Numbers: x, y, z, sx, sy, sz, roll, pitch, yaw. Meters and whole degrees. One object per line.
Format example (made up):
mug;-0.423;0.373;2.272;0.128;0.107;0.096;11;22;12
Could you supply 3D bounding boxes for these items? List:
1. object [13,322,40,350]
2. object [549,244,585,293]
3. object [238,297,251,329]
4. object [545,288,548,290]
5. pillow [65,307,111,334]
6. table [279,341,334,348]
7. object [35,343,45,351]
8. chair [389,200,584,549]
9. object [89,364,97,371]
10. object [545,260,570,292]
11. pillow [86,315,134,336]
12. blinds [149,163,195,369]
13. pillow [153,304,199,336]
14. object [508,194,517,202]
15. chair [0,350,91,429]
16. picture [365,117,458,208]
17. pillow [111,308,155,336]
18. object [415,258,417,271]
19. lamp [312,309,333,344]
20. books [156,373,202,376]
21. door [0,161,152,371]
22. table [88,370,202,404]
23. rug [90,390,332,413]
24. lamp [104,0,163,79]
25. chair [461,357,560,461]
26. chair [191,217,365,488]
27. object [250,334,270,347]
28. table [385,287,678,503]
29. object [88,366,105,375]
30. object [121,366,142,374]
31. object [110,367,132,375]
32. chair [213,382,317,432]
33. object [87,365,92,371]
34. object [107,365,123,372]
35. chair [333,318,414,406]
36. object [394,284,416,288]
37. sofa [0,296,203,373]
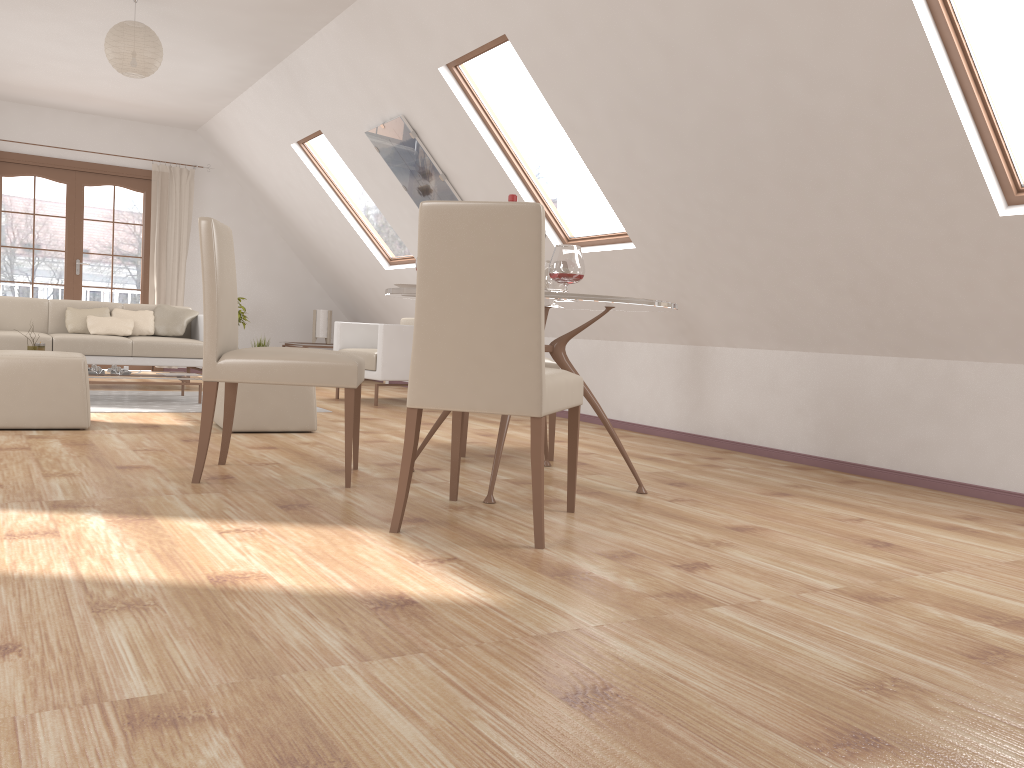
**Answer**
object;-3.281;-0.269;6.047;0.123;0.359;0.184;4;3;11
object;0.203;-0.420;3.283;0.136;0.183;0.136;6;4;38
object;-3.006;-0.517;9.579;0.311;0.846;0.307;0;4;-39
object;0.013;-0.348;3.279;0.228;0.020;0.228;4;3;14
pillow;-3.537;-0.534;7.410;0.351;0.235;0.185;1;4;-28
table;-2.092;-0.247;9.778;0.730;0.390;0.773;1;4;-33
object;-3.290;-0.190;6.180;0.075;0.185;0.075;3;3;1
chair;-0.047;-0.044;2.881;0.477;0.999;0.618;4;3;14
object;-3.001;-0.115;6.330;0.143;0.052;0.064;5;4;29
object;0.195;-0.462;3.999;0.136;0.183;0.136;3;3;-4
pillow;-3.332;-0.477;7.361;0.363;0.170;0.227;1;4;-26
blinds;-3.590;-1.224;9.345;0.424;2.129;0.123;1;4;-36
pillow;-2.948;-0.553;7.703;0.424;0.276;0.269;4;4;19
object;-0.007;-0.587;3.779;0.109;0.435;0.109;1;4;-35
chair;-2.520;0.020;4.716;0.506;0.394;0.506;1;4;-26
picture;-0.653;-1.467;6.484;0.683;0.738;0.650;1;4;-31
pillow;-3.242;-0.527;7.581;0.351;0.225;0.196;1;4;-26
object;-0.302;-0.452;3.393;0.136;0.183;0.136;6;4;38
lamp;-2.113;-0.641;9.921;0.221;0.375;0.180;3;3;3
books;-2.423;-0.070;6.470;0.280;0.005;0.192;0;4;-39
door;-4.444;-1.151;8.994;1.546;2.001;0.098;1;4;-31
table;-2.864;0.018;6.254;1.173;0.190;0.730;1;4;-31
rug;-2.868;0.114;6.182;2.800;0.007;1.600;1;4;-31
lamp;-2.355;-2.177;5.531;0.340;0.497;0.340;3;3;8
chair;-0.015;-0.145;4.632;0.477;0.999;0.618;3;3;-4
chair;-0.912;-0.128;3.551;0.618;0.999;0.477;3;3;-6
object;-2.689;-0.310;9.496;0.209;0.480;0.234;5;4;25
table;0.061;0.026;3.701;1.198;0.770;1.198;2;3;-10
object;-2.859;-0.094;6.091;0.064;0.052;0.143;3;3;-1
object;-2.724;-0.101;6.334;0.143;0.052;0.064;1;4;-31
object;-2.721;-0.091;6.174;0.143;0.051;0.064;5;4;29
chair;-1.418;0.055;5.096;0.506;0.394;0.506;1;4;-27
object;-2.999;-0.106;6.169;0.143;0.052;0.064;1;4;-31
object;-2.864;-0.113;6.412;0.064;0.052;0.143;3;3;-1
chair;-0.952;-0.205;7.344;0.820;0.706;0.748;0;4;-41
object;-0.364;-0.385;3.583;0.228;0.020;0.228;2;3;-9
sofa;-3.501;-0.336;7.327;1.880;0.706;0.820;1;4;-31
